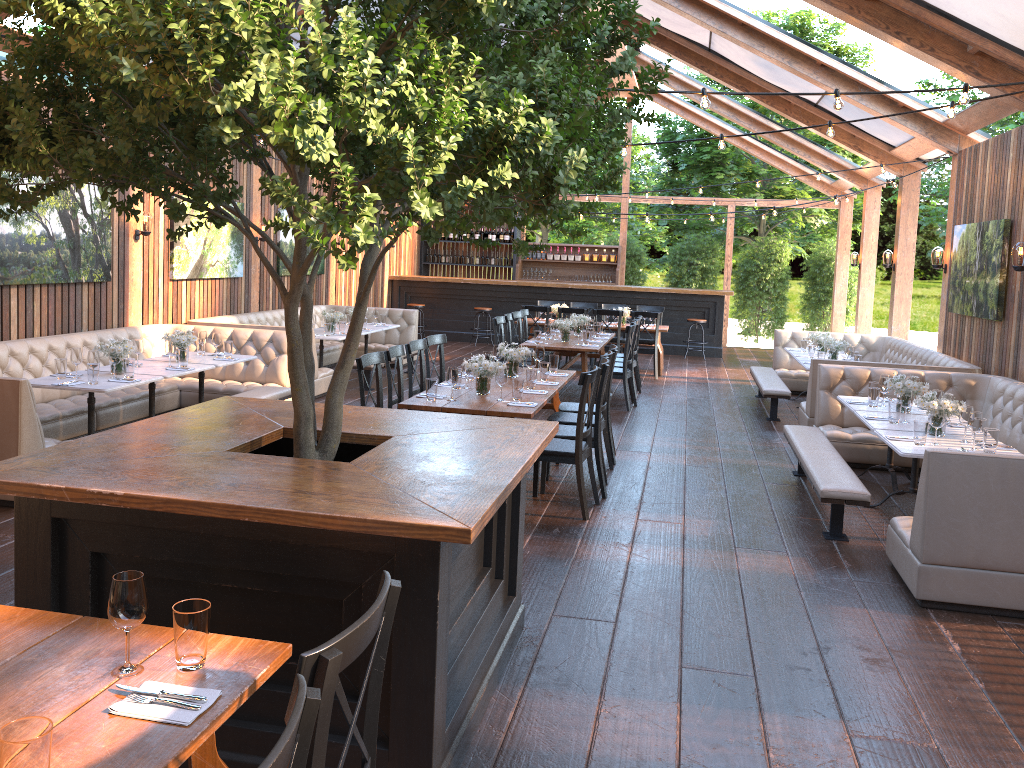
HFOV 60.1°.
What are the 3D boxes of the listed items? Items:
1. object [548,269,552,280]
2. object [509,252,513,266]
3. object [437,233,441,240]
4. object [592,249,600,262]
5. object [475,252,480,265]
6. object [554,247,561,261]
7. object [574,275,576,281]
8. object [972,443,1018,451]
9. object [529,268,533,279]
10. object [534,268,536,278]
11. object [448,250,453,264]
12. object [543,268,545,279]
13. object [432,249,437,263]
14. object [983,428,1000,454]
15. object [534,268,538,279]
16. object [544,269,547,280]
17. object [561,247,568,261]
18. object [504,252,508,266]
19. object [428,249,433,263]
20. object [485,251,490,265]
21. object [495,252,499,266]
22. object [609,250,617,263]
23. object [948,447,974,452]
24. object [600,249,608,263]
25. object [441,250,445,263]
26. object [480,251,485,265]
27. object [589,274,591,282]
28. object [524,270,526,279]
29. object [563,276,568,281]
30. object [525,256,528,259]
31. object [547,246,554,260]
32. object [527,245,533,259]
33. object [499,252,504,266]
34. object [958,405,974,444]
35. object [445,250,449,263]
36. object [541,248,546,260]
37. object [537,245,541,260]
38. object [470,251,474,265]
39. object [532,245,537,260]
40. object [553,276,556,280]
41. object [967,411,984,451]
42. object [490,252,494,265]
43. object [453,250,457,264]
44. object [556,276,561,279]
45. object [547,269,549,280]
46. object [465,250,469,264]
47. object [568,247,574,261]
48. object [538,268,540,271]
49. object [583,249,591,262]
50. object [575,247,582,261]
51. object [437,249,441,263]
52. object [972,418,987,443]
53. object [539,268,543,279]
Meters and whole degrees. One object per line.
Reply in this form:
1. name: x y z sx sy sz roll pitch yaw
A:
1. object: 0.847 -2.435 19.645 0.092 0.243 0.093 1 5 -14
2. object: -0.022 -2.769 19.639 0.095 0.307 0.094 6 6 37
3. object: -1.635 -3.380 19.862 0.077 0.307 0.078 2 5 -10
4. object: 1.852 -2.835 19.546 0.176 0.287 0.110 4 5 16
5. object: -0.772 -2.818 19.762 0.094 0.307 0.094 3 5 9
6. object: 1.010 -2.903 19.690 0.138 0.309 0.139 3 5 11
7. object: 1.421 -2.349 19.615 0.097 0.133 0.098 2 6 -3
8. object: 3.153 0.407 5.793 0.255 0.019 0.158 4 8 11
9. object: 0.424 -2.464 19.729 0.092 0.243 0.092 5 6 31
10. object: 0.532 -2.474 19.826 0.092 0.243 0.092 5 6 31
11. object: -1.380 -2.861 19.883 0.095 0.307 0.094 5 6 32
12. object: 0.727 -2.459 19.774 0.092 0.243 0.093 1 5 -14
13. object: -1.746 -2.888 19.964 0.094 0.307 0.095 0 5 -24
14. object: 3.019 0.362 5.582 0.092 0.157 0.092 2 6 -3
15. object: 0.534 -2.456 19.700 0.092 0.243 0.092 5 6 31
16. object: 0.741 -2.441 19.657 0.092 0.243 0.093 1 5 -14
17. object: 1.166 -2.891 19.654 0.138 0.309 0.139 4 5 16
18. object: -0.130 -2.771 19.624 0.094 0.307 0.094 3 5 12
19. object: -1.837 -2.893 19.973 0.094 0.307 0.094 4 5 16
20. object: -0.548 -2.801 19.706 0.094 0.307 0.095 0 5 -24
21. object: -0.326 -2.791 19.705 0.095 0.307 0.094 5 6 32
22. object: 2.223 -2.808 19.468 0.176 0.287 0.110 4 5 16
23. object: 2.846 0.427 5.571 0.157 0.019 0.257 4 8 11
24. object: 2.034 -2.816 19.470 0.176 0.287 0.110 3 5 6
25. object: -1.549 -2.879 19.961 0.094 0.307 0.094 3 5 9
26. object: -0.654 -2.813 19.764 0.094 0.307 0.094 6 6 38
27. object: 1.728 -2.322 19.342 0.073 0.180 0.074 1 5 -15
28. object: 0.276 -2.433 19.672 0.070 0.184 0.070 4 5 15
29. object: 1.177 -2.342 19.618 0.124 0.096 0.125 2 7 0
30. object: 0.310 -2.960 19.847 0.094 0.316 0.095 3 5 11
31. object: 0.858 -2.915 19.725 0.138 0.309 0.139 4 5 16
32. object: 0.406 -2.949 19.800 0.094 0.316 0.095 5 5 26
33. object: -0.230 -2.780 19.657 0.094 0.307 0.094 3 5 7
34. object: 3.039 0.270 5.921 0.092 0.243 0.093 -1 6 -31
35. object: -1.460 -2.875 19.959 0.094 0.307 0.094 0 5 -25
36. object: 0.711 -2.930 19.754 0.094 0.316 0.095 4 5 21
37. object: 0.605 -2.934 19.758 0.094 0.316 0.095 3 5 6
38. object: -0.886 -2.829 19.803 0.094 0.307 0.094 3 5 11
39. object: 0.512 -2.946 19.811 0.094 0.316 0.095 3 5 6
40. object: 0.952 -2.369 19.734 0.124 0.096 0.124 5 7 22
41. object: 2.976 0.302 5.687 0.092 0.243 0.093 -1 6 -31
42. object: -0.436 -2.797 19.711 0.094 0.307 0.094 0 5 -25
43. object: -1.276 -2.860 19.904 0.094 0.307 0.094 3 5 7
44. object: 1.020 -2.345 19.592 0.124 0.096 0.124 5 7 22
45. object: 0.827 -2.452 19.758 0.092 0.243 0.093 1 5 -14
46. object: -1.006 -2.830 19.779 0.094 0.307 0.095 2 5 -7
47. object: 1.312 -2.880 19.618 0.138 0.309 0.139 3 5 6
48. object: 0.630 -2.464 19.787 0.092 0.243 0.092 5 6 31
49. object: 1.657 -2.845 19.563 0.176 0.287 0.110 3 5 6
50. object: 1.471 -2.872 19.608 0.138 0.309 0.139 4 5 16
51. object: -1.642 -2.886 19.982 0.094 0.307 0.094 6 6 38
52. object: 3.144 0.312 5.962 0.092 0.157 0.092 2 6 -3
53. object: 0.643 -2.449 19.687 0.092 0.243 0.093 1 5 -14
